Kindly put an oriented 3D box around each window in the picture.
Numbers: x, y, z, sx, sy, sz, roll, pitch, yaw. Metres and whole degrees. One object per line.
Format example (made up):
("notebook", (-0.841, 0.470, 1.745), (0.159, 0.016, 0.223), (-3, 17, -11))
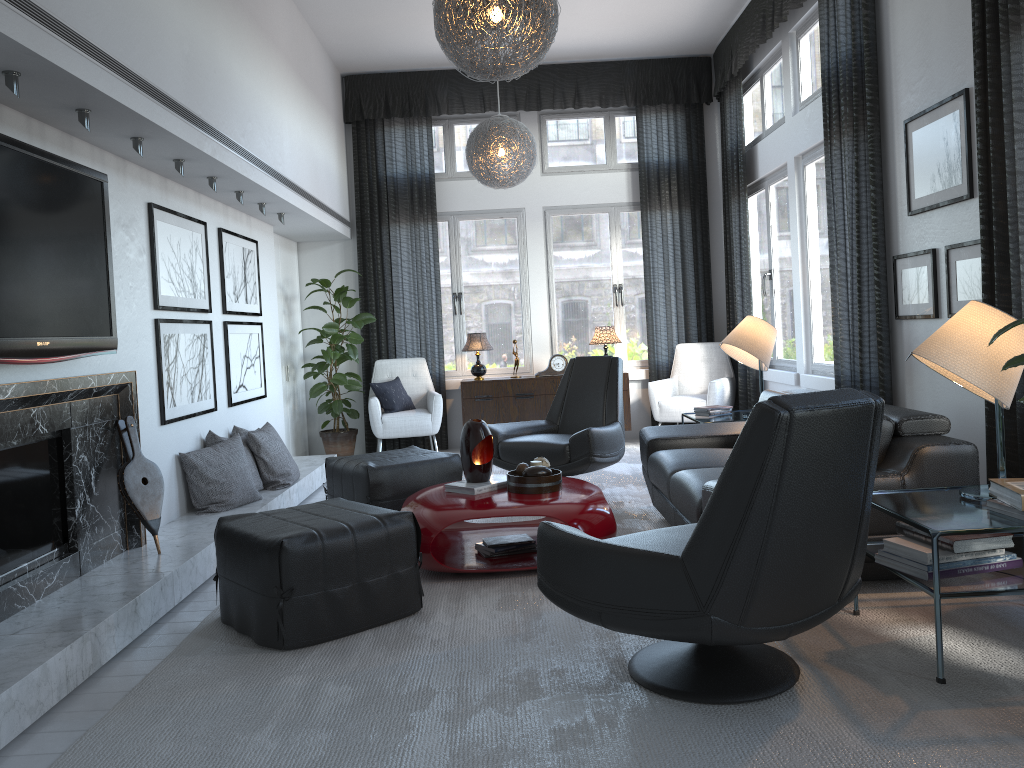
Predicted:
("window", (0.915, -1.276, 7.824), (1.268, 2.321, 0.133), (-3, 1, 0))
("window", (-0.501, -1.201, 7.819), (1.268, 2.321, 0.133), (-3, 1, 0))
("window", (1.976, -1.188, 5.372), (0.133, 2.321, 1.269), (-3, 2, 0))
("window", (1.970, -1.271, 6.790), (0.133, 2.321, 1.269), (-3, 2, 0))

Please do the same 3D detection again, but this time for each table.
("table", (1.419, 0.563, 2.648), (0.593, 0.410, 0.594), (-3, 3, 0))
("table", (1.407, 0.396, 5.483), (0.593, 0.410, 0.594), (-3, 3, 0))
("table", (-0.034, 0.613, 3.990), (0.942, 0.300, 0.940), (-3, 3, 0))

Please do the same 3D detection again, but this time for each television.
("television", (-1.687, -0.440, 3.034), (0.129, 0.751, 1.160), (-3, 3, 0))

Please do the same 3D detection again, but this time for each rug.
("rug", (0.339, 0.765, 3.578), (2.954, 0.032, 7.780), (-3, 3, 0))

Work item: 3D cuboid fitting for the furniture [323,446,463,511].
("furniture", (-0.644, 0.565, 4.796), (0.600, 0.377, 0.614), (-5, 3, -36))

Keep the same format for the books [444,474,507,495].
("books", (-0.124, 0.453, 4.001), (0.201, 0.030, 0.307), (0, 5, 45))

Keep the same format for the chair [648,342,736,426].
("chair", (1.500, 0.079, 7.323), (0.593, 0.823, 0.614), (-2, 2, 30))

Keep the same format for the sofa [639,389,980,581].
("sofa", (1.172, 0.387, 4.014), (0.936, 0.616, 1.907), (-3, 3, 0))

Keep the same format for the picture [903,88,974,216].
("picture", (1.938, -1.038, 4.048), (0.020, 0.466, 0.589), (-3, 2, 0))

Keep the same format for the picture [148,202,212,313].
("picture", (-1.750, -0.646, 4.710), (0.020, 0.522, 0.792), (-3, 3, 0))

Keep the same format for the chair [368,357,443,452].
("chair", (-0.889, 0.205, 7.330), (0.594, 0.823, 0.613), (-3, 2, -10))

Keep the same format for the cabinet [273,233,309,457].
("cabinet", (-1.928, -0.264, 7.223), (0.191, 1.893, 1.173), (-3, 2, 0))

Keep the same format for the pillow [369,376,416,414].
("pillow", (-0.981, 0.093, 7.323), (0.252, 0.295, 0.357), (-2, 3, 27))

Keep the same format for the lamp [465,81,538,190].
("lamp", (-0.096, -2.034, 6.300), (0.512, 1.305, 0.515), (-3, 1, -6))

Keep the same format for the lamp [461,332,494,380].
("lamp", (-0.288, -0.233, 7.482), (0.280, 0.397, 0.281), (-2, 2, 26))

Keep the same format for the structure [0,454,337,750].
("structure", (-1.492, 0.817, 3.055), (0.393, 0.135, 7.218), (-3, 3, 0))

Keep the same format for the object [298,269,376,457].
("object", (-1.428, -0.143, 7.235), (0.640, 1.588, 0.935), (-4, 2, -45))

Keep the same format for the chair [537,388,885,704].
("chair", (0.598, 0.413, 2.432), (0.841, 0.809, 0.804), (-4, 3, -27))

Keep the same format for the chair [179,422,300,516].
("chair", (-1.511, 0.442, 5.164), (0.391, 0.431, 1.338), (-3, 3, 0))

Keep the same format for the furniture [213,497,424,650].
("furniture", (-0.719, 0.661, 3.241), (0.615, 0.377, 0.598), (-5, 4, -41))

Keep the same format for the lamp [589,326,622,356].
("lamp", (0.792, -0.290, 7.486), (0.280, 0.397, 0.281), (-2, 2, 26))

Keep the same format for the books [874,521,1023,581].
("books", (1.279, 0.474, 2.573), (0.322, 0.115, 0.279), (-4, 3, -15))

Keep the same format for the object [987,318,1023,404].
("object", (1.422, 0.147, 1.803), (0.783, 1.330, 0.536), (-3, 1, 10))

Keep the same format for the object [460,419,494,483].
("object", (-0.160, 0.299, 3.999), (0.151, 0.280, 0.153), (-2, 2, 40))

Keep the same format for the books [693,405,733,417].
("books", (1.274, 0.170, 5.623), (0.215, 0.050, 0.161), (-5, 4, -28))

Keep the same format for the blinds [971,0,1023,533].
("blinds", (1.855, -0.861, 2.014), (0.189, 3.274, 3.216), (-3, 2, 0))

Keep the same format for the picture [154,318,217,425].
("picture", (-1.723, -0.082, 4.721), (0.020, 0.522, 0.792), (-3, 3, 0))

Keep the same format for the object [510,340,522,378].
("object", (0.025, -0.215, 7.512), (0.096, 0.324, 0.096), (-3, 1, -1))

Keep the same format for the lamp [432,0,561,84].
("lamp", (-0.082, -1.873, 3.555), (0.515, 1.305, 0.513), (-3, 1, -6))

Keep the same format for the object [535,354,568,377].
("object", (0.393, -0.162, 7.499), (0.406, 0.180, 0.181), (-3, 2, 0))

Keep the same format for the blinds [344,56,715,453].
("blinds", (0.213, -1.110, 7.692), (3.212, 3.275, 0.189), (-3, 1, 0))

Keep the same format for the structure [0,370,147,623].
("structure", (-1.881, 0.465, 3.056), (0.520, 0.923, 1.689), (-3, 3, 0))

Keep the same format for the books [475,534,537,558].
("books", (-0.022, 0.728, 4.009), (0.272, 0.054, 0.204), (-5, 4, -24))

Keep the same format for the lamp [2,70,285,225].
("lamp", (-1.559, -0.995, 3.921), (0.053, 0.081, 4.259), (-3, 3, 0))

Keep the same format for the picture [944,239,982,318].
("picture", (1.970, -0.448, 3.788), (0.020, 0.326, 0.428), (-3, 3, 0))

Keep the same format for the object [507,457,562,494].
("object", (0.098, 0.399, 3.899), (0.242, 0.133, 0.243), (-1, 4, 37))

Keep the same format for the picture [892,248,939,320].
("picture", (1.967, -0.480, 4.329), (0.020, 0.326, 0.428), (-3, 3, 0))

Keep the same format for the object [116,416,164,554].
("object", (-1.566, 0.423, 3.744), (0.175, 0.580, 0.196), (-3, 1, -20))

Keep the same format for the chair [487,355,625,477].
("chair", (0.346, 0.250, 5.417), (0.840, 0.809, 0.806), (-1, 3, 38))

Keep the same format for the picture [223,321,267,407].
("picture", (-1.725, -0.143, 5.762), (0.020, 0.522, 0.792), (-3, 3, 0))

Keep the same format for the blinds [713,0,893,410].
("blinds", (1.837, -1.101, 6.093), (0.189, 3.274, 3.216), (-3, 2, 0))

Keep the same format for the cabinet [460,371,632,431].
("cabinet", (0.286, 0.239, 7.540), (1.399, 0.612, 0.386), (-3, 2, 0))

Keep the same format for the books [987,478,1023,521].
("books", (1.544, 0.326, 2.524), (0.320, 0.075, 0.279), (-3, 3, 4))

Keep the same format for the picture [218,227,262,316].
("picture", (-1.755, -0.708, 5.751), (0.020, 0.522, 0.792), (-3, 3, 0))

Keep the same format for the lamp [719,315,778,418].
("lamp", (1.660, 0.104, 4.960), (0.475, 1.014, 1.168), (-4, 2, -26))

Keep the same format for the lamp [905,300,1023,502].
("lamp", (1.669, 0.213, 3.113), (0.474, 1.014, 1.170), (-2, 2, 26))
